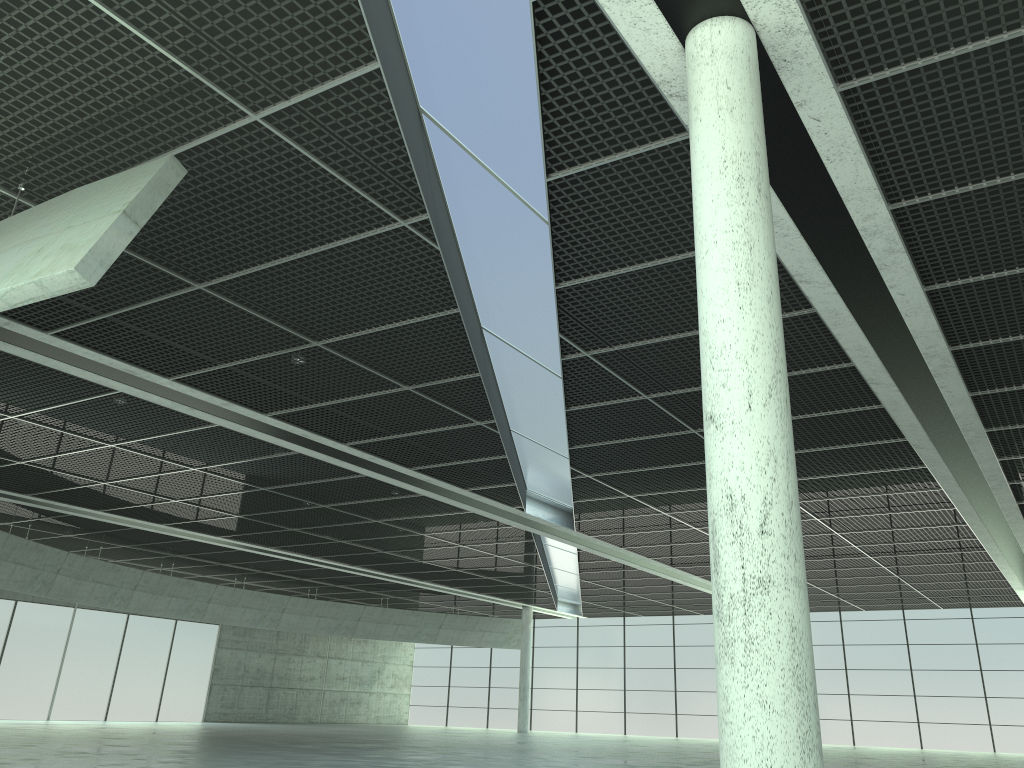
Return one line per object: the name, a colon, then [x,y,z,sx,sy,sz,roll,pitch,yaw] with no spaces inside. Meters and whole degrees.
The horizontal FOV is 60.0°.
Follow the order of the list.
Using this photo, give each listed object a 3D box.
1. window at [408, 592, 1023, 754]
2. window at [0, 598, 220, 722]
window: [2.415,16.558,55.033,99.662,16.083,100.675,-11,-26,30]
window: [-39.995,27.532,78.798,0.159,10.663,33.491,-11,-26,30]
